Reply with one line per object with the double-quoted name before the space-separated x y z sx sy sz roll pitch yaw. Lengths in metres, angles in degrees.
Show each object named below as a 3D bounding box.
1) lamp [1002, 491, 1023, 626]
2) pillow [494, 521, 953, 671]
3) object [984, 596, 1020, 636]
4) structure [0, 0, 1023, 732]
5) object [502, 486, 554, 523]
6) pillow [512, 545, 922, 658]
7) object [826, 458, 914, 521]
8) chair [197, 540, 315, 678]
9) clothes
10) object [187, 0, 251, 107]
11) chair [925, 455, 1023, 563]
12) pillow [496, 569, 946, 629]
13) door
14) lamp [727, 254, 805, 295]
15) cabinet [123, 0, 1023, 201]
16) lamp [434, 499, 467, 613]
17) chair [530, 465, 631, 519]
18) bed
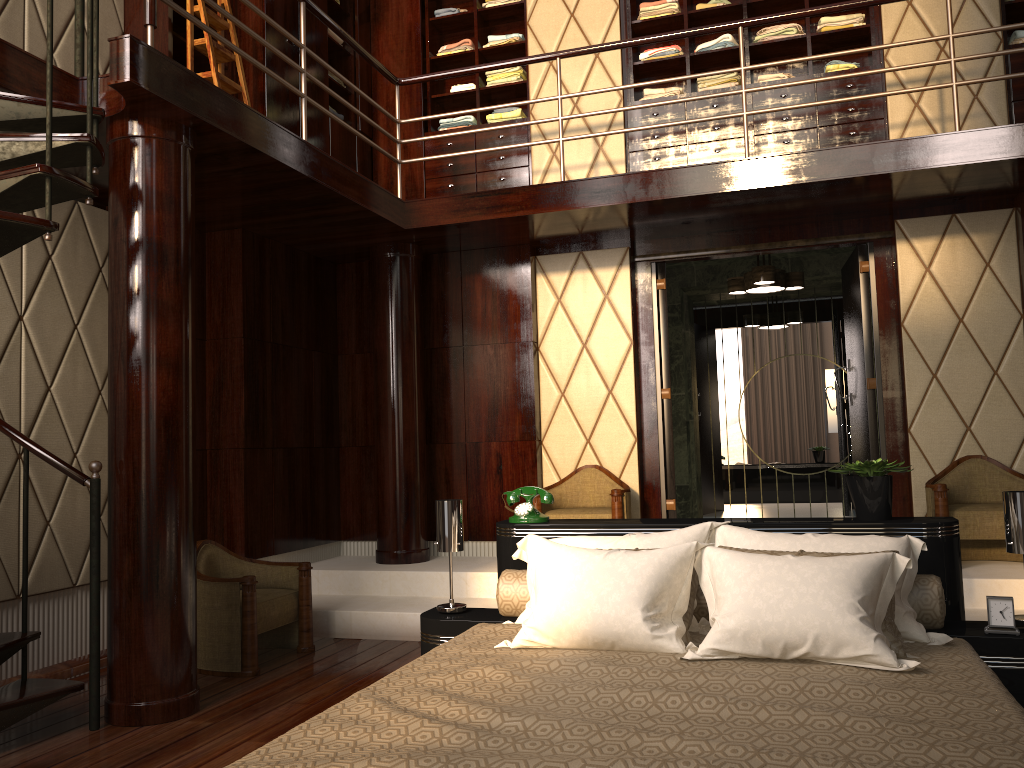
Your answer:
"lamp" 1.519 0.512 2.626 0.106 0.385 0.109 -4 -5 25
"pillow" 0.533 0.584 2.555 1.322 0.320 0.685 -3 -5 19
"object" 1.393 0.660 2.527 0.088 0.103 0.034 -4 -5 26
"structure" 0.906 -0.439 3.480 6.107 3.189 3.750 -3 -4 18
"object" 0.061 0.449 3.326 0.158 0.131 0.178 0 -5 -20
"pillow" 0.550 0.606 2.521 1.123 0.271 0.293 -3 -4 18
"object" 1.202 0.350 2.960 0.256 0.205 0.241 -2 -4 0
"chair" -1.244 1.003 4.112 0.462 0.550 0.571 -3 -4 18
"clothes" 1.042 -2.243 5.644 4.996 0.954 0.818 -3 -4 11
"object" -1.439 -1.551 4.465 0.258 0.974 0.275 -3 -4 18
"chair" 2.386 0.636 4.460 0.571 0.550 0.462 -3 -4 18
"pillow" 0.623 0.683 2.850 1.396 0.167 0.173 -3 -4 18
"door" 1.561 0.131 5.648 1.435 1.820 0.828 -3 -4 17
"lamp" 1.671 -0.803 6.043 0.515 0.347 0.467 2 -6 -42
"cabinet" 1.234 -2.274 4.823 6.767 2.432 2.576 -3 -4 18
"lamp" -0.217 0.605 3.145 0.106 0.385 0.109 -4 -5 25
"chair" 0.415 0.745 5.091 0.571 0.550 0.462 -3 -4 18
"bed" 0.374 0.742 2.060 1.985 0.660 2.381 -3 -4 18
